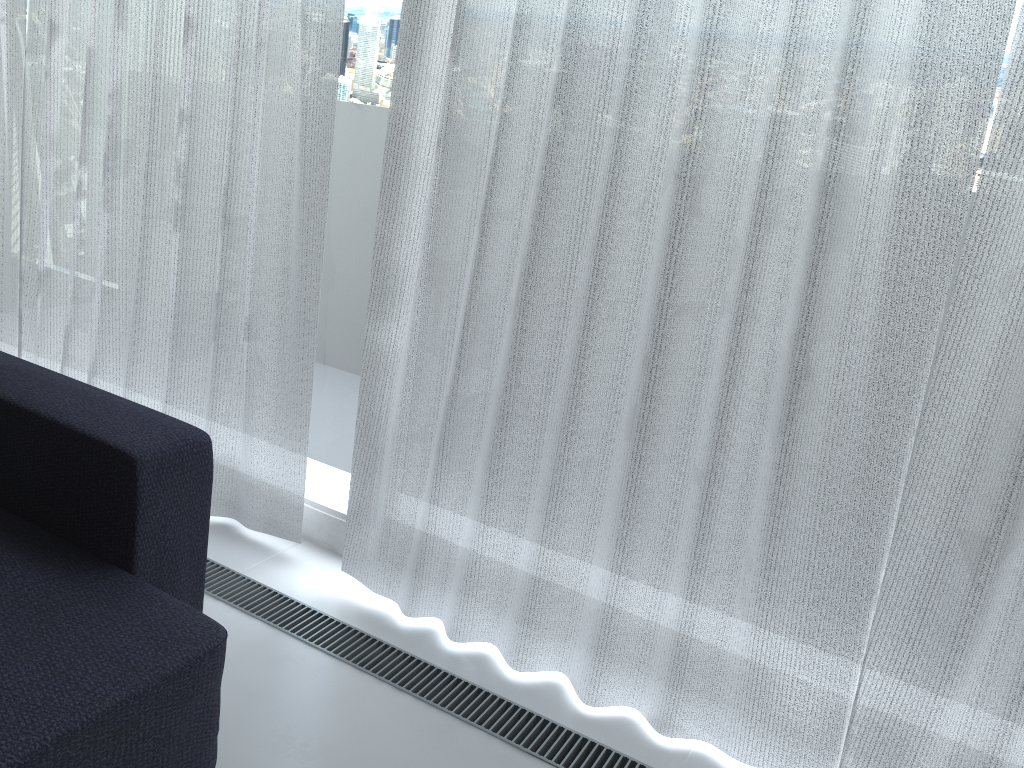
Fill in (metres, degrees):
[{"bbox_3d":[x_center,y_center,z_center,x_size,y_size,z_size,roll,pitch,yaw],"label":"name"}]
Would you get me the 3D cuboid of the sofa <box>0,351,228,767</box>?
[{"bbox_3d":[-1.833,0.370,0.683,1.915,0.597,2.905,16,18,25],"label":"sofa"}]
